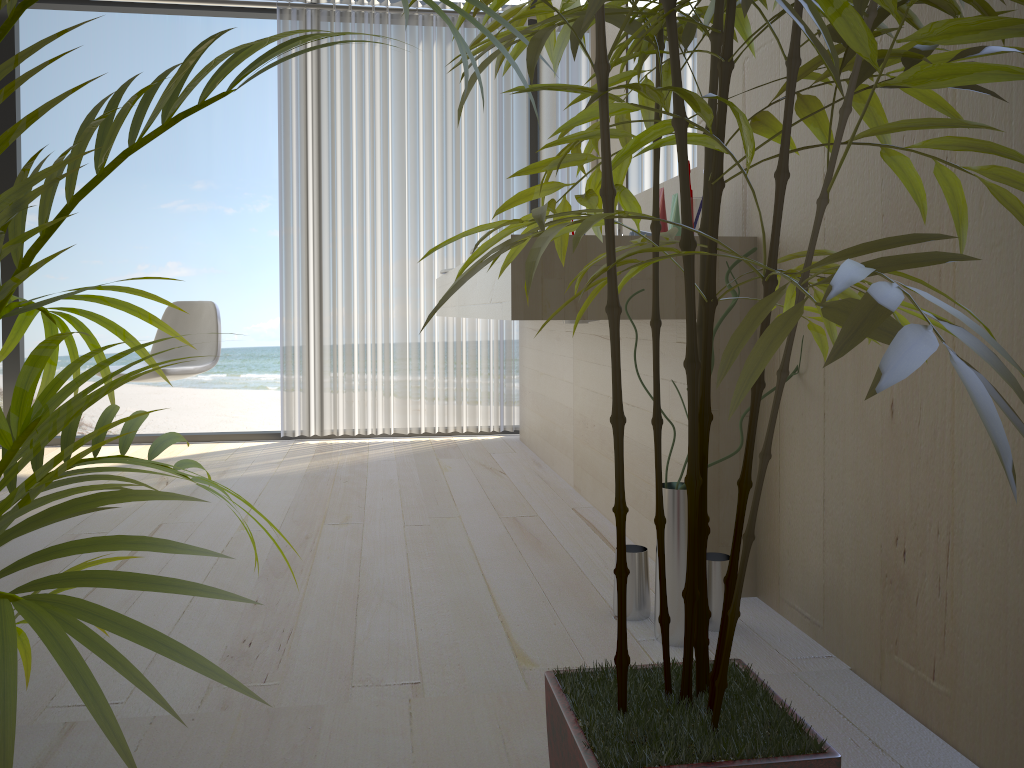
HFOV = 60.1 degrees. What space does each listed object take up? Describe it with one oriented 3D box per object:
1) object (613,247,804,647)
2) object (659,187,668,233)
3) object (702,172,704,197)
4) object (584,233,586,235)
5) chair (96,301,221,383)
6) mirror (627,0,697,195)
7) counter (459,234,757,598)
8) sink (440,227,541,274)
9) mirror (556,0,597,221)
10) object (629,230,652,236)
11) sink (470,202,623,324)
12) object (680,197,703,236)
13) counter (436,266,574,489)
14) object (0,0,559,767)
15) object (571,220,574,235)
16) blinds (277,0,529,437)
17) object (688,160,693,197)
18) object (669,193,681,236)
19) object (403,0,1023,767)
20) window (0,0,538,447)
[{"bbox_3d":[0.405,0.110,1.744,0.407,0.748,0.274,-1,2,-21],"label":"object"},{"bbox_3d":[0.352,-0.395,2.093,0.039,0.134,0.039,1,2,33],"label":"object"},{"bbox_3d":[0.427,-0.412,2.007,0.054,0.175,0.012,0,1,17],"label":"object"},{"bbox_3d":[0.248,-0.507,3.199,0.054,0.175,0.012,0,1,17],"label":"object"},{"bbox_3d":[-1.480,-0.184,3.767,0.369,0.347,0.455,1,4,20],"label":"chair"},{"bbox_3d":[0.434,-1.008,2.560,0.023,0.867,0.655,0,2,-8],"label":"mirror"},{"bbox_3d":[0.182,0.036,2.456,0.550,0.789,1.208,-1,4,-8],"label":"counter"},{"bbox_3d":[-0.040,-0.470,3.600,0.504,0.418,0.575,-1,3,-5],"label":"sink"},{"bbox_3d":[0.253,-1.089,3.580,0.023,0.867,0.655,0,2,-8],"label":"mirror"},{"bbox_3d":[0.319,-0.340,2.021,0.104,0.029,0.033,2,4,32],"label":"object"},{"bbox_3d":[0.139,-0.374,2.407,0.504,0.418,0.575,-1,3,-5],"label":"sink"},{"bbox_3d":[0.412,-0.371,2.012,0.058,0.100,0.059,0,2,2],"label":"object"},{"bbox_3d":[0.003,-0.059,3.649,0.550,0.789,1.208,-1,4,-8],"label":"counter"},{"bbox_3d":[-0.525,-0.016,0.614,0.916,1.155,0.752,1,3,25],"label":"object"},{"bbox_3d":[0.218,-0.507,3.179,0.012,0.178,0.050,0,2,31],"label":"object"},{"bbox_3d":[-0.509,-0.794,4.255,1.183,2.068,0.084,-1,1,-9],"label":"blinds"},{"bbox_3d":[0.397,-0.411,1.986,0.012,0.178,0.050,0,2,31],"label":"object"},{"bbox_3d":[0.404,-0.403,2.194,0.039,0.134,0.039,1,2,33],"label":"object"},{"bbox_3d":[0.207,-0.318,0.760,0.787,1.754,0.937,0,2,16],"label":"object"},{"bbox_3d":[-2.083,-1.094,3.817,4.560,2.810,0.746,-1,1,-9],"label":"window"}]
